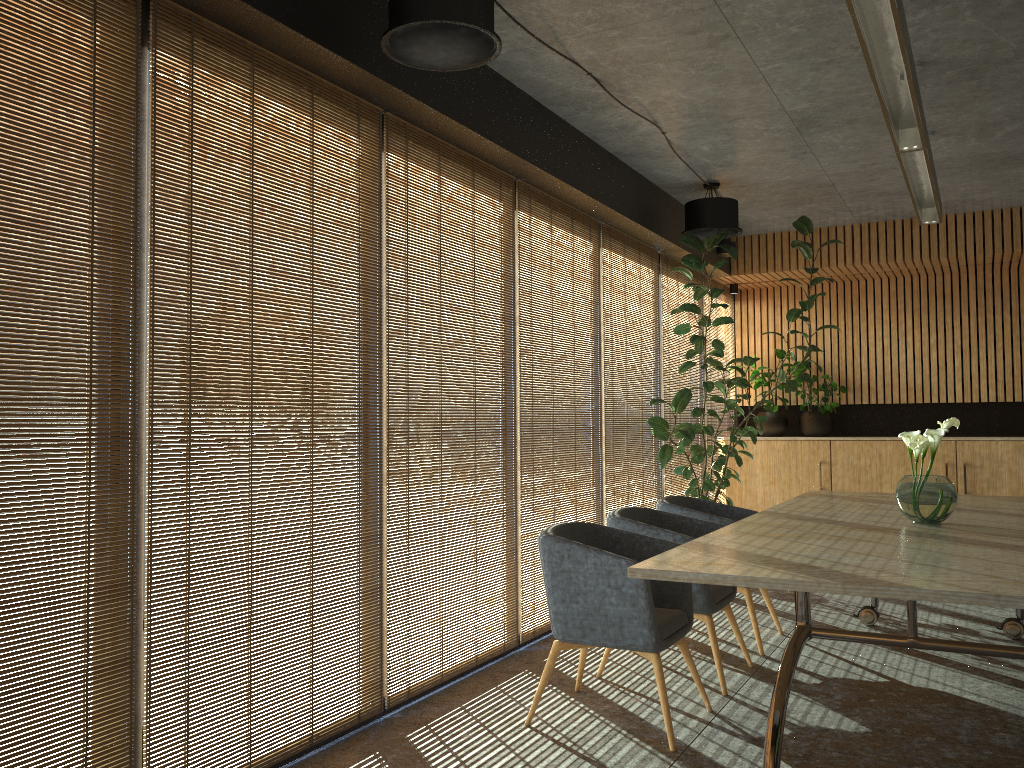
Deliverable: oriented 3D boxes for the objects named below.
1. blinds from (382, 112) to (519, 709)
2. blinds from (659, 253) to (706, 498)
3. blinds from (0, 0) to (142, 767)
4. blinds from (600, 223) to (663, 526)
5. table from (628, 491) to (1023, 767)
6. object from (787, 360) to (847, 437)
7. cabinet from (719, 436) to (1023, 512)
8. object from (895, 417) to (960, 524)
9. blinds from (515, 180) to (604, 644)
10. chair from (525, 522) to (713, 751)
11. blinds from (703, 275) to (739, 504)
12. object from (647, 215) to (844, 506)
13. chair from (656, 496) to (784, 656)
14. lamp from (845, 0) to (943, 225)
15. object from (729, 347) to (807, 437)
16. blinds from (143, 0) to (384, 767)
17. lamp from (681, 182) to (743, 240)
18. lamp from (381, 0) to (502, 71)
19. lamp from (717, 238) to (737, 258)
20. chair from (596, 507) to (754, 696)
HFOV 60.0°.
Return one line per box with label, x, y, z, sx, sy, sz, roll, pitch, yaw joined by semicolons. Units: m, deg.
blinds;-1.166;0.056;2.674;1.388;3.075;6.486;-1;-2;9
blinds;1.766;0.284;9.035;0.039;3.038;1.422;-2;-3;28
blinds;-1.679;0.037;2.552;0.039;3.038;1.422;-2;-3;28
blinds;1.066;0.234;7.717;0.039;3.038;1.422;-2;-3;28
table;2.155;1.182;4.568;1.816;0.927;3.932;-2;-3;28
object;3.435;0.164;10.153;0.679;0.880;0.512;-2;-3;31
cabinet;4.782;1.201;9.512;4.954;1.272;1.006;-2;-3;28
object;2.156;0.448;4.620;0.295;0.546;0.322;-2;-3;38
blinds;0.377;0.184;6.421;0.039;3.038;1.422;-2;-3;28
chair;0.534;1.182;4.410;0.761;0.944;0.706;-2;-3;28
blinds;2.455;0.333;10.331;0.039;3.038;1.422;-2;-3;28
object;1.905;0.176;8.358;1.875;3.266;1.958;1;-3;-23
chair;1.378;1.243;5.998;0.761;0.944;0.706;-2;-3;28
lamp;2.112;-1.542;4.709;0.151;0.618;4.009;-2;-3;28
object;2.988;0.091;10.410;0.640;1.054;0.666;0;-3;-21
blinds;-0.991;0.086;3.848;0.039;3.038;1.422;-2;-3;28
lamp;1.714;-1.500;7.624;0.513;0.497;0.513;0;-2;-1
lamp;-0.302;-1.646;3.792;0.513;0.497;0.513;-1;-3;17
lamp;3.995;-1.569;8.517;4.179;0.294;0.257;-2;-3;28
chair;0.956;1.212;5.204;0.761;0.944;0.706;-2;-3;28
